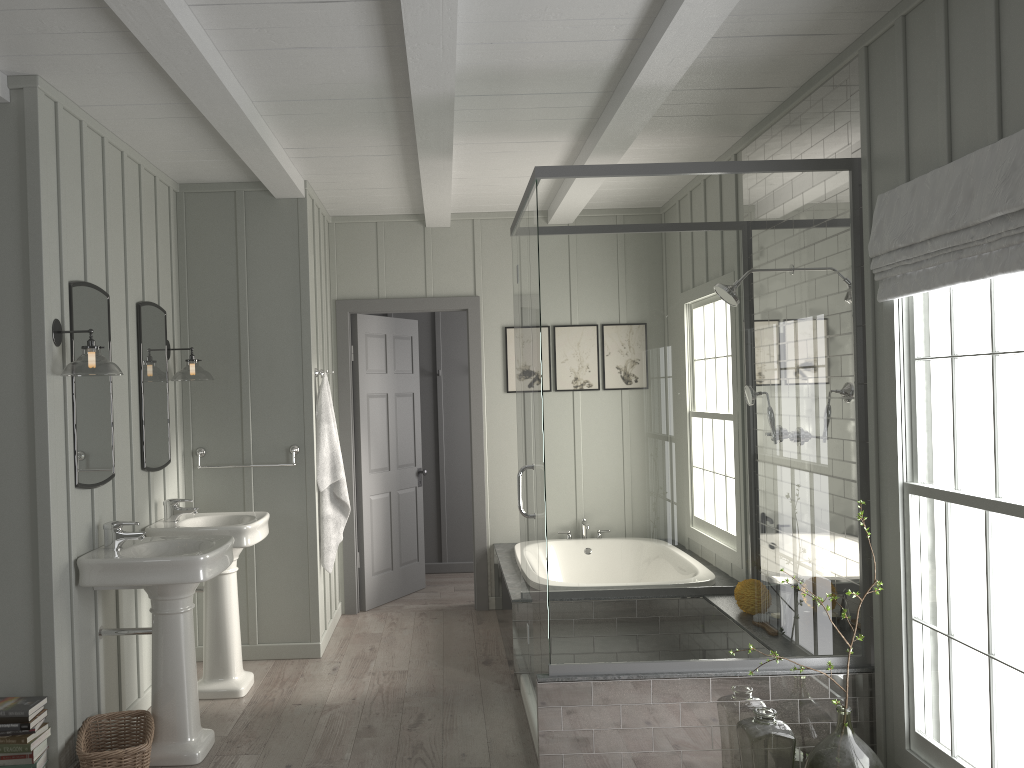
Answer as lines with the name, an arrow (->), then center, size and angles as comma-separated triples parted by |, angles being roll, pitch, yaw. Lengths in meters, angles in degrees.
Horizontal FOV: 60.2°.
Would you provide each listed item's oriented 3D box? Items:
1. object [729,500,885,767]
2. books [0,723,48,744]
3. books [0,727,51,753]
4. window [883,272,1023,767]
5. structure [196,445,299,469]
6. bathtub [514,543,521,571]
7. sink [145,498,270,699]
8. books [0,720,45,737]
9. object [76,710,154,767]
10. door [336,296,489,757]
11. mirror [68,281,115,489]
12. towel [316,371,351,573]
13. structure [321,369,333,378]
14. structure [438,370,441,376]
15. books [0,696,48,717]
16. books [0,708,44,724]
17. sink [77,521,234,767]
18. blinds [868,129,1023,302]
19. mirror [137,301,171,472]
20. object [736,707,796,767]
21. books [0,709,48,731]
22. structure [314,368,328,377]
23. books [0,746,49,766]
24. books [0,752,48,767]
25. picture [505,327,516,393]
object -> 1.033, 0.961, 3.078 | 0.514, 1.117, 0.276 | -2, 0, -3
books -> -1.869, 1.296, 3.281 | 0.234, 0.024, 0.147 | -2, 0, 4
books -> -1.866, 1.323, 3.282 | 0.235, 0.032, 0.170 | -2, 0, -2
window -> 1.407, 0.353, 2.585 | 0.090, 1.950, 1.057 | -2, 0, -4
structure -> -1.539, 0.424, 5.130 | 0.602, 0.123, 0.054 | -2, 0, 0
bathtub -> 0.562, 1.164, 5.390 | 1.047, 0.490, 1.563 | -2, 0, -3
sink -> -1.566, 1.101, 4.634 | 0.566, 1.013, 0.570 | -2, 0, -2
books -> -1.865, 1.271, 3.289 | 0.204, 0.025, 0.152 | -1, 0, -12
object -> -1.580, 1.491, 3.533 | 0.285, 0.220, 0.475 | -2, 0, -22
door -> -0.788, 0.477, 3.064 | 4.254, 2.196, 7.791 | -2, 0, -3
mirror -> -1.803, 0.006, 3.803 | 0.015, 0.884, 0.425 | -2, 0, -4
towel -> -1.074, 0.527, 5.337 | 0.162, 1.204, 0.317 | -2, 0, 2
structure -> -1.167, -0.066, 5.579 | 0.079, 0.056, 0.056 | -2, 0, -2
structure -> -0.614, -0.092, 7.481 | 0.019, 0.051, 0.136 | -2, 0, -4
books -> -1.858, 1.198, 3.278 | 0.207, 0.024, 0.149 | -2, 0, 0
books -> -1.869, 1.222, 3.278 | 0.206, 0.024, 0.150 | -2, 0, -5
sink -> -1.504, 1.093, 3.823 | 0.566, 1.013, 0.570 | -2, 0, -2
blinds -> 1.309, -0.480, 2.585 | 0.072, 0.380, 1.032 | -2, 0, -4
mirror -> -1.865, 0.015, 4.619 | 0.015, 0.884, 0.425 | -2, 0, -4
object -> 0.907, 1.345, 3.154 | 0.162, 0.361, 0.163 | -2, 0, -4
books -> -1.857, 1.247, 3.278 | 0.207, 0.024, 0.150 | -2, 0, -2
structure -> -1.148, -0.069, 5.326 | 0.079, 0.056, 0.056 | -2, 0, -2
books -> -1.867, 1.364, 3.288 | 0.222, 0.052, 0.156 | -2, 0, -7
books -> -1.866, 1.417, 3.284 | 0.226, 0.053, 0.161 | -2, 0, -12
picture -> 0.114, -0.172, 6.173 | 0.313, 0.461, 0.012 | -2, 0, 0
